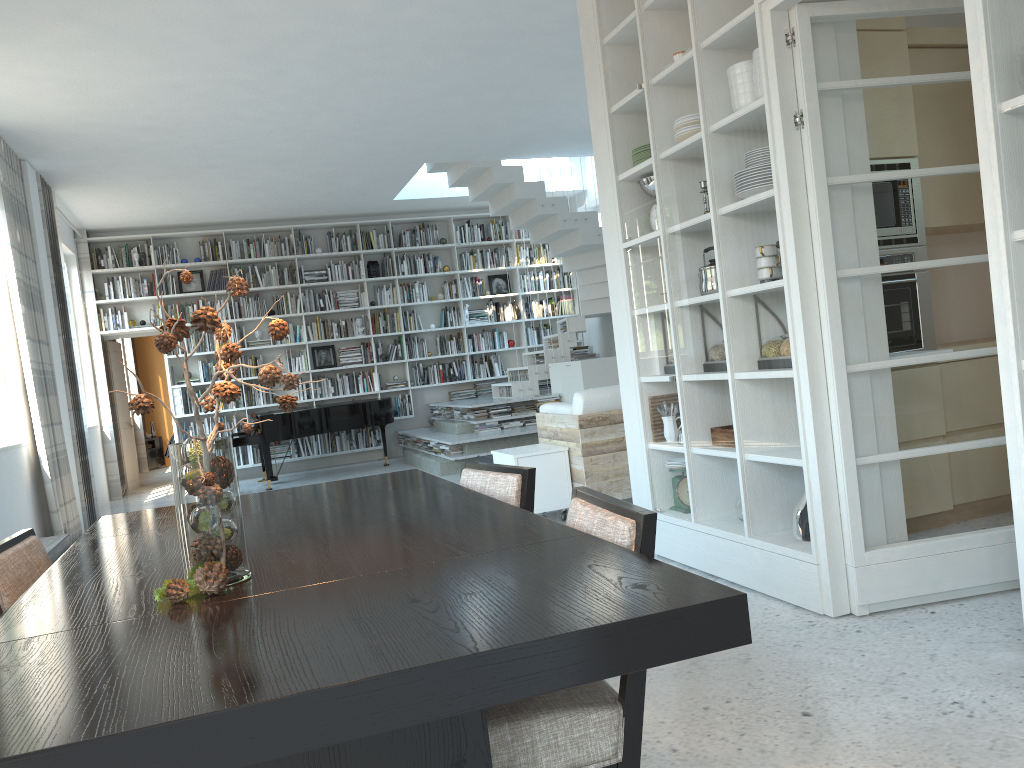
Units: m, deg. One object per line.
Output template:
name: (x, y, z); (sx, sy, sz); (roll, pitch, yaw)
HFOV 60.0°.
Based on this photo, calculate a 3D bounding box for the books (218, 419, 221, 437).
books: (-3.679, 0.542, 11.136); (0.014, 0.325, 0.170); (-7, 2, -18)

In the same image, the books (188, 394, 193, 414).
books: (-4.007, 0.241, 11.054); (0.022, 0.257, 0.141); (-7, 2, -18)

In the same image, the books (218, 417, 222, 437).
books: (-3.668, 0.556, 11.148); (0.012, 0.295, 0.176); (-7, 2, -18)

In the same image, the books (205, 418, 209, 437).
books: (-3.819, 0.572, 11.113); (0.027, 0.300, 0.142); (-7, 2, -18)

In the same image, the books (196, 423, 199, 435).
books: (-3.929, 0.612, 11.089); (0.022, 0.248, 0.133); (-7, 2, -18)

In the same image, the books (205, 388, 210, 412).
books: (-3.812, 0.196, 11.090); (0.019, 0.300, 0.180); (-7, 2, -18)

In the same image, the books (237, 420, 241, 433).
books: (-3.462, 0.563, 11.241); (0.030, 0.227, 0.140); (-7, 2, -18)

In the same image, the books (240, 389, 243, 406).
books: (-3.421, 0.176, 11.227); (0.010, 0.240, 0.174); (-7, 2, -18)

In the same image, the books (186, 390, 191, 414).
books: (-4.024, 0.225, 11.040); (0.014, 0.294, 0.171); (-7, 2, -18)

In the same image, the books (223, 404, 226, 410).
books: (-3.626, 0.192, 11.154); (0.028, 0.260, 0.181); (-7, 2, -18)

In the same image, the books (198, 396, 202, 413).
books: (-3.901, 0.251, 11.093); (0.016, 0.211, 0.146); (-7, 2, -18)

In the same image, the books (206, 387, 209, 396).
books: (-3.801, 0.191, 11.106); (0.012, 0.306, 0.189); (-7, 2, -18)

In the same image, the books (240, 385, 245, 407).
books: (-3.414, 0.155, 11.253); (0.024, 0.280, 0.136); (-7, 2, -18)

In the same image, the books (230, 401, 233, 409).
books: (-3.555, 0.216, 11.200); (0.023, 0.194, 0.140); (-7, 2, -18)

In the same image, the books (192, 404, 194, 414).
books: (-3.966, 0.271, 11.031); (0.019, 0.189, 0.193); (-7, 2, -18)

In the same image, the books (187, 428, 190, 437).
books: (-4.017, 0.648, 11.050); (0.024, 0.198, 0.148); (-7, 2, -18)

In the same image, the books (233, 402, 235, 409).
books: (-3.522, 0.176, 11.188); (0.021, 0.265, 0.185); (-7, 2, -18)

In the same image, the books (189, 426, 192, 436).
books: (-3.990, 0.634, 11.036); (0.022, 0.220, 0.187); (-7, 2, -18)

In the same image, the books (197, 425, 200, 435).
books: (-3.894, 0.621, 11.065); (0.028, 0.223, 0.189); (-7, 2, -18)

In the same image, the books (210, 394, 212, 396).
books: (-3.776, 0.225, 11.134); (0.045, 0.230, 0.138); (-7, 2, -18)

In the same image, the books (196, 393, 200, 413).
books: (-3.919, 0.237, 11.068); (0.014, 0.243, 0.171); (-7, 2, -18)

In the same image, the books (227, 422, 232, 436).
books: (-3.559, 0.582, 11.190); (0.058, 0.216, 0.177); (-7, 2, -18)

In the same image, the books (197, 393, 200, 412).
books: (-3.904, 0.235, 11.059); (0.009, 0.244, 0.184); (-7, 2, -18)

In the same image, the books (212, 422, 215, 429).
books: (-3.742, 0.593, 11.142); (0.031, 0.239, 0.132); (-7, 2, -18)

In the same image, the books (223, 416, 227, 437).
books: (-3.615, 0.551, 11.175); (0.022, 0.291, 0.137); (-7, 2, -18)

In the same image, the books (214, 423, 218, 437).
books: (-3.712, 0.596, 11.148); (0.028, 0.225, 0.134); (-7, 2, -18)

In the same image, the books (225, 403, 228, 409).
books: (-3.601, 0.195, 11.167); (0.028, 0.249, 0.159); (-7, 2, -18)

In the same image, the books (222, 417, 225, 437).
books: (-3.635, 0.556, 11.181); (0.013, 0.284, 0.139); (-7, 2, -18)

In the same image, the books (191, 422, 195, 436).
books: (-3.970, 0.608, 11.049); (0.029, 0.266, 0.171); (-7, 2, -18)

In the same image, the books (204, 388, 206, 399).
books: (-3.836, 0.198, 11.120); (0.009, 0.299, 0.141); (-7, 2, -18)

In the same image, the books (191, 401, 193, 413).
books: (-3.988, 0.236, 11.040); (0.007, 0.264, 0.176); (-7, 2, -18)

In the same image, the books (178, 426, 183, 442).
books: (-4.109, 0.639, 11.006); (0.029, 0.239, 0.154); (-7, 2, -18)

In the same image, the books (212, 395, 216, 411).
books: (-3.736, 0.221, 11.129); (0.027, 0.230, 0.159); (-7, 2, -18)

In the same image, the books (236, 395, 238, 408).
books: (-3.481, 0.213, 11.221); (0.041, 0.181, 0.141); (-7, 2, -18)

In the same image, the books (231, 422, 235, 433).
books: (-3.523, 0.583, 11.221); (0.030, 0.203, 0.142); (-7, 2, -18)

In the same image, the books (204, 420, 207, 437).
books: (-3.839, 0.587, 11.115); (0.013, 0.274, 0.146); (-7, 2, -18)

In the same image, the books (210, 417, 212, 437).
books: (-3.772, 0.563, 11.110); (0.039, 0.307, 0.172); (-7, 2, -18)

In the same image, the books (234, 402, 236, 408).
books: (-3.511, 0.177, 11.212); (0.013, 0.260, 0.142); (-7, 2, -18)

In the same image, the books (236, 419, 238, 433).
books: (-3.471, 0.559, 11.201); (0.011, 0.240, 0.174); (-7, 2, -18)

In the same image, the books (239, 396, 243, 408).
books: (-3.442, 0.205, 11.248); (0.023, 0.187, 0.130); (-7, 2, -18)

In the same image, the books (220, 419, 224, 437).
books: (-3.652, 0.574, 11.173); (0.029, 0.254, 0.153); (-7, 2, -18)

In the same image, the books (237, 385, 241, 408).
books: (-3.455, 0.158, 11.209); (0.014, 0.286, 0.179); (-7, 2, -18)

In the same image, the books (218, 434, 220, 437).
books: (-3.692, 0.602, 11.154); (0.013, 0.209, 0.154); (-7, 2, -18)

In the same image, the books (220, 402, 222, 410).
books: (-3.672, 0.201, 11.150); (0.026, 0.254, 0.176); (-7, 2, -18)

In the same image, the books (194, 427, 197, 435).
books: (-3.947, 0.638, 11.079); (0.025, 0.200, 0.137); (-7, 2, -18)

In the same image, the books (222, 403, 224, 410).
books: (-3.656, 0.164, 11.153); (0.021, 0.323, 0.172); (-7, 2, -18)

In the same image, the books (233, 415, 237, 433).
books: (-3.499, 0.538, 11.220); (0.025, 0.288, 0.130); (-7, 2, -18)

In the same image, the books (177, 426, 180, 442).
books: (-4.134, 0.635, 11.013); (0.012, 0.254, 0.161); (-7, 2, -18)

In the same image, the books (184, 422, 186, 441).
books: (-4.061, 0.611, 11.014); (0.052, 0.284, 0.172); (-7, 2, -18)

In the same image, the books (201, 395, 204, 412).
books: (-3.863, 0.243, 11.078); (0.015, 0.219, 0.190); (-7, 2, -18)

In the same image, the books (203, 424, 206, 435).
books: (-3.850, 0.612, 11.091); (0.028, 0.229, 0.157); (-7, 2, -18)

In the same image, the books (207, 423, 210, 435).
books: (-3.798, 0.603, 11.123); (0.012, 0.233, 0.148); (-7, 2, -18)

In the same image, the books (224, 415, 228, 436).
books: (-3.598, 0.544, 11.175); (0.013, 0.301, 0.172); (-7, 2, -18)

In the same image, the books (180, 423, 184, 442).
books: (-4.088, 0.618, 10.996); (0.011, 0.277, 0.189); (-7, 2, -18)

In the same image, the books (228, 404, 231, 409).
books: (-3.579, 0.201, 11.190); (0.025, 0.229, 0.153); (-7, 2, -18)

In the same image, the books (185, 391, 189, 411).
books: (-4.040, 0.229, 11.042); (0.016, 0.290, 0.152); (-7, 2, -18)

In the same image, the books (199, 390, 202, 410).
books: (-3.890, 0.216, 11.087); (0.009, 0.278, 0.157); (-7, 2, -18)

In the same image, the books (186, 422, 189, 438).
books: (-4.038, 0.613, 11.043); (0.010, 0.274, 0.150); (-7, 2, -18)

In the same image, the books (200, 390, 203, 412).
books: (-3.876, 0.211, 11.067); (0.007, 0.286, 0.182); (-7, 2, -18)
